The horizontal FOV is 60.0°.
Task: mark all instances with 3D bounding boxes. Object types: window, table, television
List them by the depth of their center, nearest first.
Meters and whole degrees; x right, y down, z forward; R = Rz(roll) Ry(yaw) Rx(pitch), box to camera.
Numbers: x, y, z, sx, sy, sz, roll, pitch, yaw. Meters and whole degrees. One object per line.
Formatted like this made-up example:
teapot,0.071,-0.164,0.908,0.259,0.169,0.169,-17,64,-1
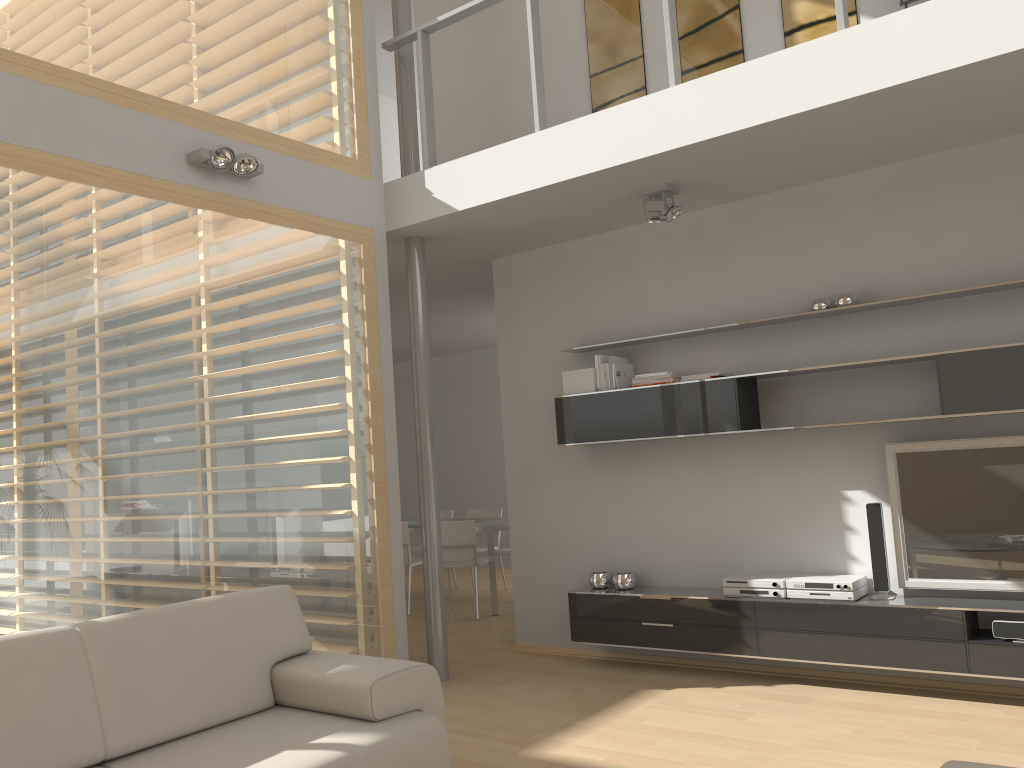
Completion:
window,-1.561,0.381,4.071,0.020,2.500,2.525,-7,-6,36
television,2.451,0.609,4.199,1.224,0.735,0.096,-7,-6,37
window,-1.745,-2.452,4.318,0.020,2.200,2.525,-7,-6,36
table,-0.746,1.689,8.449,2.199,0.746,0.900,-7,-6,36

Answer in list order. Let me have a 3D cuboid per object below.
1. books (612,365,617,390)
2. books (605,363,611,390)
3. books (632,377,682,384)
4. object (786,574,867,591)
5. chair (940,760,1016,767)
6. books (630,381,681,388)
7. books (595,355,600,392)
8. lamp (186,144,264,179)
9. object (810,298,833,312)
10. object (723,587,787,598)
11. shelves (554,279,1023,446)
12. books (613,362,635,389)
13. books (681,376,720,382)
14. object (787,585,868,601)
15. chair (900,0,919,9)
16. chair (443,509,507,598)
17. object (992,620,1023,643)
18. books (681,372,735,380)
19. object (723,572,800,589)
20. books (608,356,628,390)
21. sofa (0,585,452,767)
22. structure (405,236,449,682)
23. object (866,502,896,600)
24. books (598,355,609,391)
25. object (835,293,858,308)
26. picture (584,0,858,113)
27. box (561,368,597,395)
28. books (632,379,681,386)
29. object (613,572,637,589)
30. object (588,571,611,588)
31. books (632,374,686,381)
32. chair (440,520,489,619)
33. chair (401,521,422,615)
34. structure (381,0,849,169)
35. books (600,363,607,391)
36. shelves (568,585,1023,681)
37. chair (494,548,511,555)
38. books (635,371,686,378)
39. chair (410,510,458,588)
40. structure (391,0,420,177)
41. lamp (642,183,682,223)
books,0.675,-0.037,5.435,0.009,0.156,0.207,-7,-6,36
books,0.649,-0.039,5.468,0.027,0.169,0.230,-7,-6,36
books,0.869,-0.018,5.261,0.254,0.015,0.190,-7,-6,32
object,1.649,1.044,4.658,0.349,0.049,0.262,-7,-6,36
chair,0.883,0.896,1.131,1.165,0.846,1.562,-7,-6,36
books,0.883,0.006,5.252,0.297,0.013,0.210,-7,-6,36
books,0.589,-0.060,5.506,0.017,0.227,0.230,-7,-6,36
lamp,-1.393,-1.092,4.378,0.183,0.110,0.360,-7,-6,36
object,1.671,-0.421,4.795,0.115,0.081,0.115,-5,-5,17
object,1.368,1.129,4.865,0.349,0.049,0.262,-7,-6,36
shelves,2.052,0.019,4.392,4.236,0.914,0.300,-7,-6,36
books,0.694,-0.044,5.437,0.023,0.169,0.230,-7,-6,36
books,1.120,-0.025,5.093,0.190,0.015,0.254,-8,-7,43
object,1.655,1.093,4.658,0.349,0.049,0.250,-7,-6,36
chair,2.104,-1.918,4.229,0.628,0.825,0.537,-7,-6,36
chair,-0.389,1.669,8.824,0.455,0.807,0.501,-7,-6,36
object,2.351,1.121,4.014,0.300,0.092,0.085,-7,-6,36
books,1.126,-0.042,5.083,0.230,0.017,0.227,-7,-6,36
object,1.365,1.081,4.869,0.349,0.049,0.262,-7,-6,36
books,0.660,-0.062,5.445,0.021,0.210,0.207,-7,-6,36
sofa,-1.209,1.170,2.702,1.168,0.846,2.093,-7,-6,36
structure,-0.523,0.433,5.433,0.121,2.700,0.122,-6,-5,25
object,1.877,0.850,4.538,0.111,0.483,0.116,-7,-6,33
books,0.607,-0.062,5.500,0.017,0.227,0.230,-7,-6,36
object,1.762,-0.438,4.674,0.115,0.081,0.115,-5,-5,17
picture,1.146,-2.637,5.356,1.684,1.800,0.010,-7,-6,36
box,0.475,-0.010,5.554,0.232,0.149,0.232,-7,-6,36
books,0.879,-0.006,5.255,0.268,0.011,0.190,-8,-6,38
object,0.688,1.200,5.410,0.143,0.091,0.143,-2,-5,-21
object,0.546,1.219,5.515,0.143,0.091,0.143,-2,-5,-21
books,0.873,-0.034,5.256,0.254,0.015,0.190,-8,-6,38
chair,-0.434,1.566,7.612,0.455,0.807,0.501,-5,-5,17
chair,-0.972,1.641,8.064,0.455,0.807,0.501,-7,-6,31
structure,1.396,-1.940,3.880,5.400,0.900,0.080,-7,-6,36
books,0.622,-0.036,5.478,0.027,0.169,0.230,-7,-6,36
shelves,2.130,1.211,4.288,4.236,0.312,0.300,-7,-6,36
chair,0.104,1.601,8.415,0.455,0.807,0.501,-7,-6,36
books,0.882,-0.050,5.265,0.227,0.017,0.230,-7,-6,31
chair,-0.906,1.735,9.198,0.455,0.807,0.501,-7,-6,36
structure,-0.708,-2.401,5.680,0.121,2.400,0.122,-6,-5,25
lamp,0.817,-0.968,4.823,0.214,0.195,0.150,-7,-6,36
